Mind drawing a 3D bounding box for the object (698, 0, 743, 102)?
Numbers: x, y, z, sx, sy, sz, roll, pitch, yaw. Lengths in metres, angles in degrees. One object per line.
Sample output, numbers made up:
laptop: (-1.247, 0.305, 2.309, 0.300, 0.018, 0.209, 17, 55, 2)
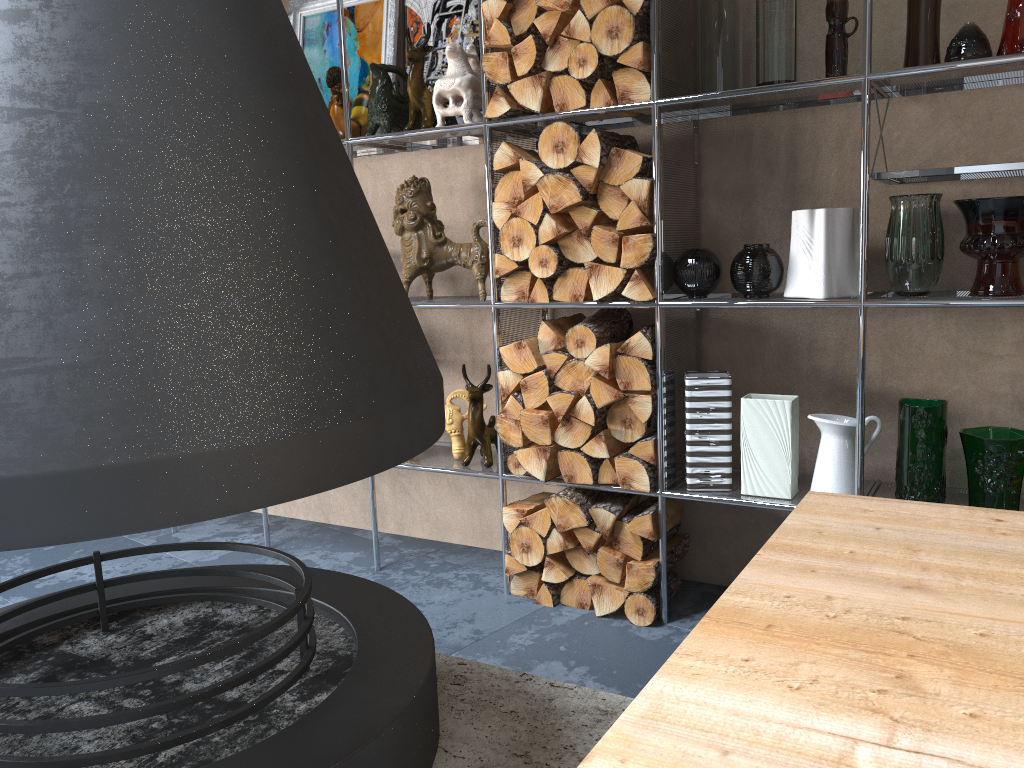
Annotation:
object: (0.591, -0.972, 2.518, 0.122, 0.313, 0.122, -9, 11, -39)

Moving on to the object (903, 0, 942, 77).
object: (1.044, -0.926, 2.253, 0.092, 0.268, 0.092, -9, 11, -36)

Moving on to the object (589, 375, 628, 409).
object: (0.375, 0.007, 2.838, 0.128, 0.107, 0.329, 3, 10, 30)

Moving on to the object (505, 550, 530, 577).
object: (0.081, 0.588, 3.093, 0.095, 0.088, 0.303, 2, 10, 28)

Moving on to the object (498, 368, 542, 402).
object: (0.061, -0.014, 3.018, 0.097, 0.120, 0.308, 2, 10, 25)

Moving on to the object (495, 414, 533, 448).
object: (0.069, 0.132, 3.033, 0.110, 0.109, 0.321, 3, 10, 31)

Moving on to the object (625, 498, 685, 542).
object: (0.465, 0.416, 2.848, 0.105, 0.105, 0.331, 2, 10, 27)

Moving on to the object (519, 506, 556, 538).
object: (0.156, 0.422, 3.022, 0.128, 0.107, 0.329, 3, 10, 30)

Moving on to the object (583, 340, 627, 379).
object: (0.340, -0.092, 2.827, 0.098, 0.115, 0.362, 3, 10, 29)

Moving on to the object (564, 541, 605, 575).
object: (0.295, 0.546, 2.988, 0.147, 0.118, 0.288, 2, 10, 26)

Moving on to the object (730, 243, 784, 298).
object: (0.705, -0.326, 2.554, 0.151, 0.154, 0.151, 3, 10, 33)

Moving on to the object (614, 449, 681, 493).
object: (0.437, 0.250, 2.818, 0.126, 0.112, 0.287, 3, 10, 30)

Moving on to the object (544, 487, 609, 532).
object: (0.248, 0.388, 2.941, 0.164, 0.128, 0.322, 3, 10, 29)

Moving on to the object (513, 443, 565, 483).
object: (0.162, 0.227, 2.989, 0.154, 0.131, 0.362, 3, 10, 30)

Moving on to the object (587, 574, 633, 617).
object: (0.406, 0.654, 2.969, 0.154, 0.131, 0.428, 3, 10, 30)

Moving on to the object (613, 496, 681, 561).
object: (0.442, 0.465, 2.886, 0.109, 0.135, 0.288, 3, 10, 34)

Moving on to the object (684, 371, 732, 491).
object: (0.596, 0.141, 2.701, 0.139, 0.347, 0.140, -1, 9, 10)

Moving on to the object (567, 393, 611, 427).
object: (0.298, 0.062, 2.885, 0.101, 0.110, 0.331, 3, 10, 32)

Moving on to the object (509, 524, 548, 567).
object: (0.119, 0.514, 3.036, 0.143, 0.143, 0.286, 3, 10, 30)

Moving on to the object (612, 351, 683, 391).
object: (0.427, -0.057, 2.776, 0.135, 0.114, 0.299, 2, 10, 28)

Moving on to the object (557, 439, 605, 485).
object: (0.268, 0.238, 2.922, 0.135, 0.114, 0.299, 2, 10, 28)

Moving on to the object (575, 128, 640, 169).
object: (0.290, -0.711, 2.724, 0.107, 0.121, 0.289, 3, 10, 31)

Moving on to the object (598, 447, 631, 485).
object: (0.375, 0.252, 2.888, 0.087, 0.095, 0.303, 3, 10, 30)

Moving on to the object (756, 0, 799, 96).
object: (0.730, -0.935, 2.440, 0.112, 0.253, 0.113, 3, 10, 30)

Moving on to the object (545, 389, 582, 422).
object: (0.220, 0.048, 2.910, 0.107, 0.098, 0.330, 2, 10, 26)

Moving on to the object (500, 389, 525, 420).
object: (0.077, 0.040, 3.010, 0.107, 0.110, 0.331, 2, 10, 28)

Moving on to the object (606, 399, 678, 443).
object: (0.420, 0.096, 2.851, 0.143, 0.143, 0.286, 3, 10, 30)

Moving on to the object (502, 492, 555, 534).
object: (0.083, 0.446, 3.071, 0.111, 0.121, 0.310, 2, 10, 29)

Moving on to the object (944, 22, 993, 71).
object: (1.139, -0.844, 2.211, 0.108, 0.109, 0.109, -8, 10, -33)

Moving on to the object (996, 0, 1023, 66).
object: (1.243, -0.910, 2.137, 0.127, 0.254, 0.126, -5, 9, -16)

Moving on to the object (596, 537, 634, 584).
object: (0.376, 0.536, 2.920, 0.095, 0.135, 0.329, 2, 10, 26)

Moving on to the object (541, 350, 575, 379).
object: (0.207, -0.080, 2.929, 0.098, 0.090, 0.303, 2, 10, 29)

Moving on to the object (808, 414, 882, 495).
object: (0.933, 0.206, 2.521, 0.171, 0.245, 0.146, -7, 10, -29)

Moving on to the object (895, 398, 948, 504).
object: (1.116, 0.189, 2.418, 0.125, 0.295, 0.130, -8, 10, -34)

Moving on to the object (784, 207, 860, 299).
object: (0.871, -0.364, 2.465, 0.175, 0.241, 0.165, -6, 9, -24)

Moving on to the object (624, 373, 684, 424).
object: (0.451, 0.039, 2.798, 0.111, 0.121, 0.310, 2, 10, 29)

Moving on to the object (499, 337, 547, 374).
object: (0.098, -0.108, 2.960, 0.151, 0.119, 0.300, 3, 10, 32)

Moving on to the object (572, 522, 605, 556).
object: (0.308, 0.472, 2.950, 0.107, 0.098, 0.330, 2, 10, 26)

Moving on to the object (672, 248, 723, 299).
object: (0.553, -0.329, 2.643, 0.148, 0.146, 0.150, -1, 9, 10)

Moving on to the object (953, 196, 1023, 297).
object: (1.238, -0.348, 2.255, 0.216, 0.243, 0.218, 1, 9, 20)

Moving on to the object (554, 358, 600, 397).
object: (0.280, -0.043, 2.906, 0.164, 0.128, 0.322, 3, 10, 29)

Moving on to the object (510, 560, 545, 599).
object: (0.114, 0.652, 3.114, 0.126, 0.112, 0.287, 3, 10, 30)

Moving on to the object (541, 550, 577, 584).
object: (0.214, 0.581, 3.025, 0.103, 0.098, 0.330, 2, 10, 27)

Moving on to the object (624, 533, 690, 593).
object: (0.474, 0.575, 2.868, 0.110, 0.109, 0.321, 3, 10, 31)

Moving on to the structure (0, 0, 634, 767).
structure: (-0.588, -1.856, 1.170, 1.689, 5.698, 1.197, 3, 10, 30)

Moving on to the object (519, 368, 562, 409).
object: (0.136, -0.011, 2.951, 0.112, 0.153, 0.291, 2, 10, 27)

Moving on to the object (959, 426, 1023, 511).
object: (1.272, 0.236, 2.327, 0.157, 0.219, 0.161, -4, 9, -13)

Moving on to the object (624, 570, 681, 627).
object: (0.462, 0.677, 2.866, 0.103, 0.110, 0.312, 2, 10, 26)

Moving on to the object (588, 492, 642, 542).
object: (0.351, 0.410, 2.908, 0.099, 0.131, 0.309, 2, 10, 26)

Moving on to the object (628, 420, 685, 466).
object: (0.465, 0.180, 2.818, 0.095, 0.088, 0.303, 2, 10, 28)

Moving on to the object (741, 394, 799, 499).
object: (0.755, 0.179, 2.597, 0.148, 0.287, 0.092, 3, 10, 30)

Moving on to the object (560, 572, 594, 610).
object: (0.283, 0.658, 3.009, 0.135, 0.114, 0.299, 2, 10, 28)

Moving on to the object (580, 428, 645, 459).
object: (0.331, 0.164, 2.882, 0.103, 0.098, 0.330, 2, 10, 27)

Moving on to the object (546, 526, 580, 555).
object: (0.238, 0.482, 2.993, 0.101, 0.110, 0.331, 3, 10, 32)

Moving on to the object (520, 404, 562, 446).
object: (0.153, 0.105, 2.975, 0.115, 0.131, 0.374, 2, 10, 26)

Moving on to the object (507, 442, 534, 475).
object: (0.090, 0.228, 3.066, 0.103, 0.110, 0.312, 2, 10, 26)

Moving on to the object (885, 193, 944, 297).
object: (1.062, -0.364, 2.341, 0.144, 0.264, 0.142, -7, 10, -29)

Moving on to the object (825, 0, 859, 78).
object: (0.868, -0.907, 2.349, 0.058, 0.215, 0.077, -8, 10, -33)

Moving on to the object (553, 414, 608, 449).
object: (0.247, 0.126, 2.908, 0.147, 0.118, 0.288, 2, 10, 26)

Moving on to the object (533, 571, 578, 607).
object: (0.177, 0.671, 3.047, 0.087, 0.095, 0.303, 3, 10, 30)
